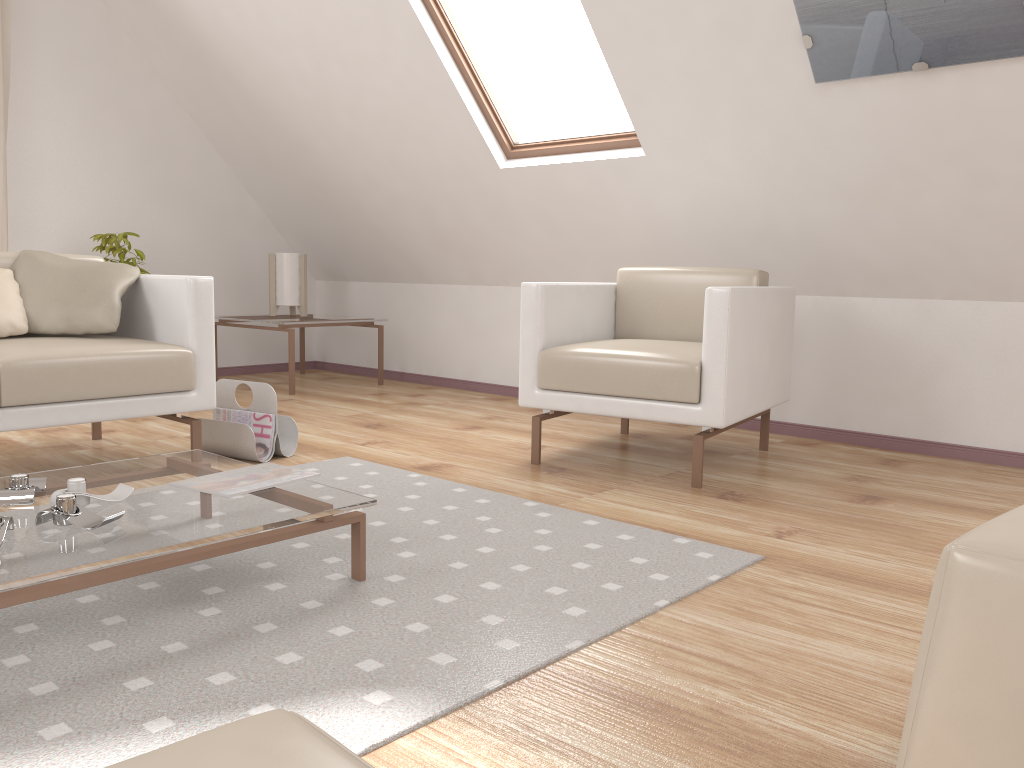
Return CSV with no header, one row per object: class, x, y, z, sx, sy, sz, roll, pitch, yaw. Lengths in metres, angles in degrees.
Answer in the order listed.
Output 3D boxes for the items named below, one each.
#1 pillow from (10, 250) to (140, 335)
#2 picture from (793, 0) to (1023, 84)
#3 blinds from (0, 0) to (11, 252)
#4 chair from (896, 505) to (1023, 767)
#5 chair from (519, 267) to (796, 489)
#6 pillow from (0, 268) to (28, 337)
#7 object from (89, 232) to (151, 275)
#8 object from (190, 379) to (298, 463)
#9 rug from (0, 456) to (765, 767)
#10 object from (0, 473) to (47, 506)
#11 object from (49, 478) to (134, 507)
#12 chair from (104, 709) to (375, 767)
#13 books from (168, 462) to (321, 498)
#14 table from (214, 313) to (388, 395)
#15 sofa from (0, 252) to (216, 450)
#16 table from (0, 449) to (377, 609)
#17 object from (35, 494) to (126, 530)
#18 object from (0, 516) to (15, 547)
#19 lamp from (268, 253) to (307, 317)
pillow,-1.483,-0.310,2.981,0.424,0.276,0.269,1,7,1
picture,1.025,-1.299,2.416,0.650,0.738,0.683,7,9,41
blinds,-2.613,-1.039,4.304,0.123,2.129,0.424,6,9,36
chair,0.777,0.357,0.993,0.506,0.394,0.506,-6,10,-44
chair,0.544,-0.078,3.250,0.748,0.706,0.820,5,8,31
pillow,-1.726,-0.256,2.781,0.351,0.225,0.196,-5,10,-43
object,-2.092,-0.390,4.755,0.307,0.846,0.311,6,8,33
object,-0.959,0.121,3.179,0.315,0.267,0.212,5,8,29
rug,-0.925,0.446,1.610,1.600,0.007,2.800,7,9,41
object,-0.999,0.205,1.812,0.064,0.052,0.143,-1,7,-18
object,-0.842,0.212,1.779,0.064,0.052,0.143,7,9,41
chair,-0.162,0.422,0.307,0.506,0.394,0.506,-5,10,-43
books,-0.594,0.214,1.999,0.192,0.005,0.280,6,8,33
table,-1.266,-0.197,5.234,0.773,0.390,0.730,7,9,40
sofa,-1.889,-0.032,2.479,0.820,0.706,1.880,7,9,41
table,-0.947,0.346,1.672,0.730,0.190,1.173,7,9,41
object,-0.792,0.233,1.628,0.143,0.051,0.064,3,7,12
object,-0.899,0.244,1.509,0.064,0.052,0.143,-1,7,-18
lamp,-1.347,-0.597,5.332,0.221,0.375,0.180,-1,7,-15
